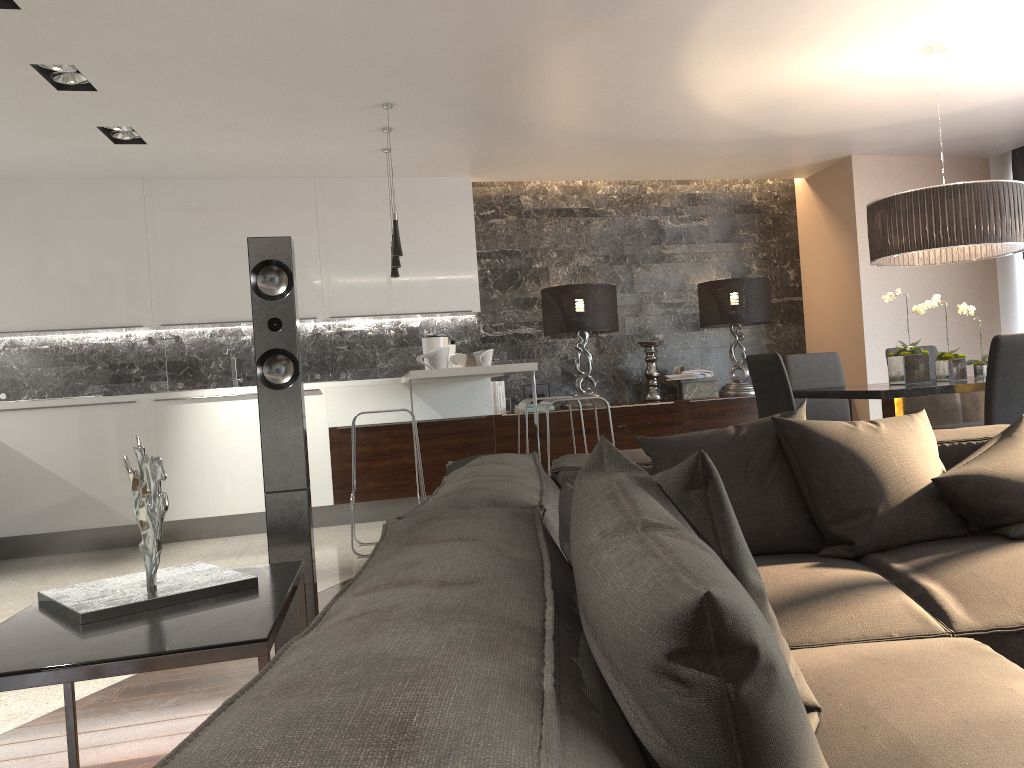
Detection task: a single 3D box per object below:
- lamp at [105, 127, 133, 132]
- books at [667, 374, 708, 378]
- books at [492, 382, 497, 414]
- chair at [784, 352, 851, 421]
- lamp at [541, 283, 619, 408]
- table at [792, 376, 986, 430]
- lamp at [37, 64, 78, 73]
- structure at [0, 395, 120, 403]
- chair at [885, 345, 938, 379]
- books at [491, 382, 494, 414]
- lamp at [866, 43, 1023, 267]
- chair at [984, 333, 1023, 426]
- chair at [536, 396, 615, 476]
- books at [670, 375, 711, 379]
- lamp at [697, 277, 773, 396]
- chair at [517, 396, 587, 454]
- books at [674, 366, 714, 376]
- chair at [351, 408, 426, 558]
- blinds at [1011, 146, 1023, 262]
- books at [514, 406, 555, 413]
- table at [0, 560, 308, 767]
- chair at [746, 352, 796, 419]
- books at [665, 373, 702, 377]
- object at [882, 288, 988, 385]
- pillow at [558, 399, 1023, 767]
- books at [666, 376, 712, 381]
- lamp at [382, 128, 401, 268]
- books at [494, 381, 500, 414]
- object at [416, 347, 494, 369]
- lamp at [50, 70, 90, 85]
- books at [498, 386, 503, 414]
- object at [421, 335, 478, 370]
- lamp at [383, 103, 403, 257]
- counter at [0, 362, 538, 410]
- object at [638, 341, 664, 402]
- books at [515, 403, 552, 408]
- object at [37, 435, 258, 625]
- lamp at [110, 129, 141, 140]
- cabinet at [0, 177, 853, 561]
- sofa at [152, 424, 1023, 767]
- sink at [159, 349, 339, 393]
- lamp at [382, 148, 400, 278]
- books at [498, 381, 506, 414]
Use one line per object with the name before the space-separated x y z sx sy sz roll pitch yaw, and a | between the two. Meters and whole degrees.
lamp | -2.263 -1.495 5.049 0.186 0.077 0.167 -4 0 -35
books | 1.433 -0.067 7.155 0.242 0.011 0.332 -4 0 26
books | -0.141 0.104 6.617 0.024 0.243 0.171 -4 0 -9
chair | 1.918 0.288 5.169 0.438 0.964 0.558 -4 0 -11
lamp | 0.555 -0.291 6.926 0.616 0.933 0.569 -4 0 -21
table | 2.378 0.359 4.595 1.643 0.760 1.015 -4 0 -13
lamp | -2.124 -1.505 4.114 0.181 0.077 0.173 -4 0 -12
structure | -3.040 0.102 5.979 0.639 0.011 0.553 -4 0 -12
chair | 2.613 0.241 5.346 0.438 0.964 0.558 -4 0 -11
books | -0.162 0.105 6.607 0.019 0.244 0.171 -4 0 -9
lamp | 2.255 -1.218 4.610 0.786 1.102 0.822 -4 0 13
chair | 2.114 0.273 3.853 0.438 0.964 0.558 -4 0 -11
chair | 0.353 0.477 4.919 0.441 0.800 0.410 -4 0 -12
books | 1.452 -0.058 7.161 0.242 0.011 0.332 -4 0 26
lamp | 1.858 -0.379 7.258 0.578 0.933 0.607 -4 0 15
chair | 0.251 0.485 5.601 0.441 0.800 0.410 -4 0 -12
books | 1.485 -0.095 7.208 0.275 0.109 0.321 -4 0 -1
chair | -0.723 0.551 5.092 0.441 0.800 0.410 -4 0 -12
blinds | 5.155 -0.891 3.834 0.774 2.894 7.239 -4 0 -16
books | 0.166 0.188 6.543 0.256 0.034 0.170 -4 0 -34
table | -0.592 0.657 1.472 0.461 0.563 0.587 -4 0 -11
chair | 1.533 0.314 4.409 0.586 0.964 0.417 -4 0 -12
books | 1.424 -0.077 7.151 0.241 0.011 0.334 -4 0 31
object | 2.231 -0.264 4.638 0.592 0.501 0.300 -4 0 -17
pillow | 0.515 0.255 1.814 0.999 0.431 2.217 -4 0 41
books | 1.441 -0.047 7.149 0.240 0.011 0.335 -4 0 36
lamp | -0.732 -1.130 5.352 0.059 0.845 0.056 -4 0 -11
books | -0.117 0.102 6.601 0.019 0.244 0.171 -4 0 -9
object | -0.316 -0.145 4.942 0.448 0.133 0.183 -4 0 -13
lamp | -2.150 -1.503 4.288 0.185 0.077 0.168 -4 0 -29
books | -0.093 0.120 6.608 0.021 0.205 0.151 -4 0 -9
object | -0.435 -0.219 6.649 0.415 0.298 0.575 -4 0 2
lamp | -0.666 -1.135 4.905 0.059 0.845 0.056 -4 0 -11
counter | -2.065 0.061 5.234 4.131 0.041 2.626 -4 0 -13
object | 1.132 -0.103 7.099 0.198 0.485 0.218 -4 0 36
books | 0.160 0.160 6.533 0.239 0.024 0.158 -4 0 -33
object | -0.668 0.236 1.592 0.300 0.287 0.269 -4 0 -41
lamp | -2.289 -1.493 5.223 0.186 0.077 0.167 -4 0 -40
cabinet | -0.524 -0.316 4.750 7.095 2.501 4.338 -4 0 -13
sofa | 0.995 0.475 1.400 2.501 0.704 2.720 -4 0 -1
sink | -1.833 0.003 6.287 1.182 0.520 0.496 -4 0 -13
lamp | -0.799 -1.125 5.799 0.059 0.845 0.056 -4 0 -11
books | -0.075 0.100 6.634 0.024 0.243 0.171 -4 0 -9
